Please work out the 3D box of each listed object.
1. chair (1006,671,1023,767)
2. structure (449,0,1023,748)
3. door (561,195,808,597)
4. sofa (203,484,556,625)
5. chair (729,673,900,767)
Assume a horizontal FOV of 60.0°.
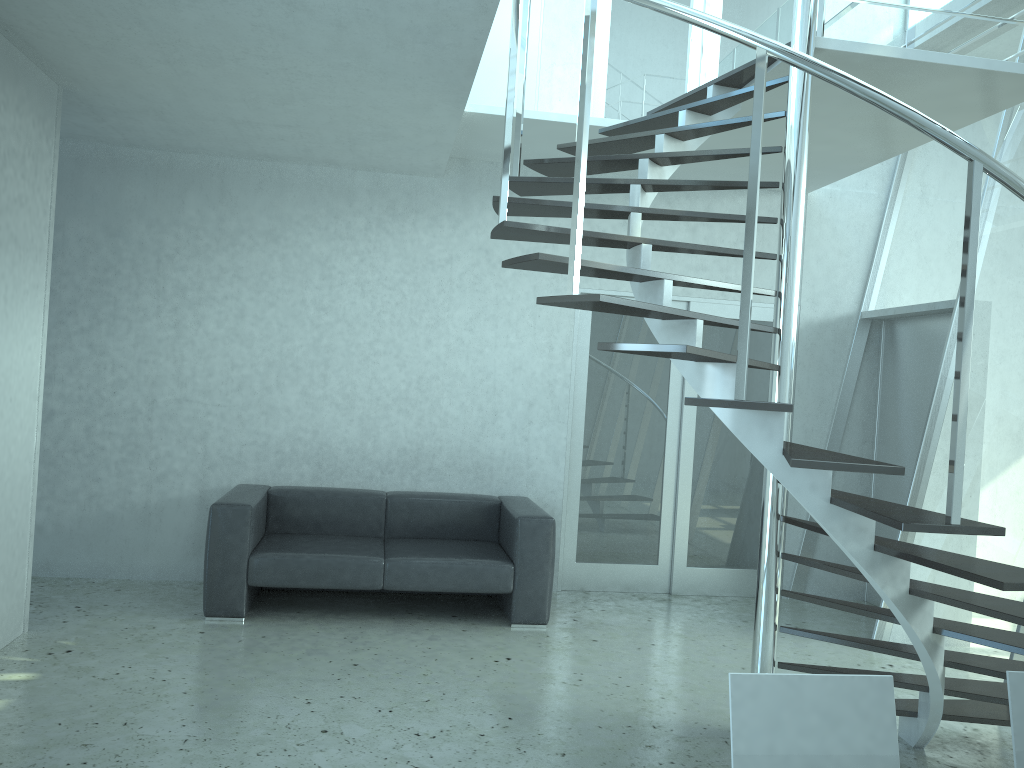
[{"bbox_3d":[1.278,1.083,1.757,0.413,0.857,0.492,4,0,-4],"label":"chair"},{"bbox_3d":[1.069,-0.580,4.388,2.655,4.156,3.780,4,0,-9],"label":"structure"},{"bbox_3d":[1.669,0.138,6.900,1.162,3.200,2.576,4,0,39],"label":"door"},{"bbox_3d":[-0.799,1.034,5.541,2.025,0.652,0.943,4,0,-9],"label":"sofa"},{"bbox_3d":[0.642,1.042,1.632,0.410,0.857,0.492,4,0,-9],"label":"chair"}]
